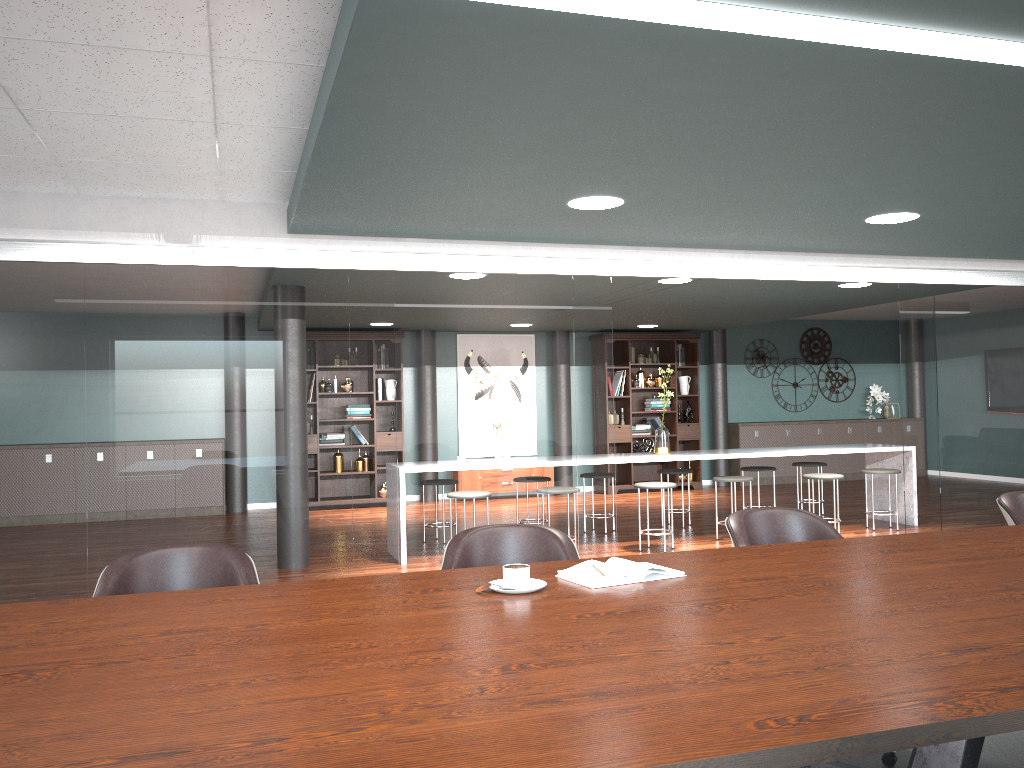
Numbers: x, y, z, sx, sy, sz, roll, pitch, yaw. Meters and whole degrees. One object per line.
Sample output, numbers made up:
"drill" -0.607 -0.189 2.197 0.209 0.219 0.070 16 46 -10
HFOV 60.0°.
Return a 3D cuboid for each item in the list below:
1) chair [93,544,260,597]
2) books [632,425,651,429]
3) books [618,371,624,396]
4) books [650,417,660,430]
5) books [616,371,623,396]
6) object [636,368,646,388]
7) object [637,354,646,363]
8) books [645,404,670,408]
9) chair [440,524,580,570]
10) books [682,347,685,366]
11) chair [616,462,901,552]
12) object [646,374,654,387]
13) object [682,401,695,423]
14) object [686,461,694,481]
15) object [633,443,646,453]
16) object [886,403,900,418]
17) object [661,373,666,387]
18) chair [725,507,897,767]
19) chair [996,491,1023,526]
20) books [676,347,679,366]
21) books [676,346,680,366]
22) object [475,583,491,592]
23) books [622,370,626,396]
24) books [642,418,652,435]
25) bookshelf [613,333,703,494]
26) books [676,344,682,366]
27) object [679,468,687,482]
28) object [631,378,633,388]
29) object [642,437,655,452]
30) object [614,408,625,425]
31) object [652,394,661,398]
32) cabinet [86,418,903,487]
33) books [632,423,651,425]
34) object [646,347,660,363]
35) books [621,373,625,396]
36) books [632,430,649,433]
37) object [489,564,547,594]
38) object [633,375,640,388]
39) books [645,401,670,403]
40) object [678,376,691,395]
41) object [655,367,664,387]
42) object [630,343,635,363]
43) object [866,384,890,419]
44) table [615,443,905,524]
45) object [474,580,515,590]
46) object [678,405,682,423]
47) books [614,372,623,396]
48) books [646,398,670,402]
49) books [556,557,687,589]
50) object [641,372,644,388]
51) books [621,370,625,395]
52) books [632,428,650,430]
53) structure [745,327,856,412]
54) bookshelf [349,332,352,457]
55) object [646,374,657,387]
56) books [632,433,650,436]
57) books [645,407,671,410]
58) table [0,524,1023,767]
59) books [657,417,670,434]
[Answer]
"chair" -0.893 0.846 2.383 0.535 0.761 0.518 -1 -1 -11
"books" 1.596 0.539 11.213 0.248 0.042 0.194 -1 -1 -17
"books" 1.346 -0.003 11.165 0.063 0.309 0.210 -1 -1 -17
"books" 1.857 0.533 11.298 0.176 0.227 0.194 -1 -1 -17
"books" 1.327 -0.006 11.158 0.090 0.316 0.197 -1 -1 -17
"object" 1.636 -0.078 11.260 0.114 0.251 0.114 -1 -1 8
"object" 1.642 -0.316 11.254 0.096 0.126 0.106 -2 -1 33
"books" 1.858 0.279 11.329 0.248 0.042 0.194 -1 -1 -17
"chair" 0.011 0.833 2.667 0.535 0.761 0.518 -1 -1 3
"books" 2.168 -0.344 11.433 0.042 0.248 0.194 -1 -1 -17
"chair" 1.297 1.030 7.468 4.029 0.512 1.479 -1 -1 -18
"object" 1.762 -0.038 11.322 0.099 0.169 0.099 0 -2 -43
"object" 2.252 0.355 11.425 0.116 0.286 0.215 -1 -1 -22
"object" 2.281 1.117 11.375 0.108 0.256 0.108 -2 -1 17
"object" 1.569 0.831 11.145 0.224 0.238 0.159 -1 -1 -17
"object" 5.333 0.377 12.408 0.174 0.207 0.042 -1 -1 2
"object" 1.929 -0.067 11.394 0.092 0.222 0.092 -2 -1 17
"chair" 0.978 0.819 2.970 0.535 0.761 0.518 -1 -1 -11
"chair" 2.124 0.803 3.329 0.535 0.761 0.518 -1 -1 -11
"books" 2.083 -0.343 11.406 0.042 0.248 0.194 -1 -1 -17
"books" 2.111 -0.354 11.416 0.016 0.268 0.205 -1 -1 -17
"object" -0.069 0.487 2.121 0.041 0.021 0.044 -1 -1 -25
"books" 1.370 -0.009 11.167 0.062 0.322 0.197 -1 -1 -17
"books" 1.723 0.540 11.326 0.063 0.214 0.139 -1 -1 -17
"bookshelf" 1.714 0.361 11.293 1.339 1.984 0.482 -1 -1 -17
"books" 2.134 -0.363 11.424 0.027 0.286 0.184 -1 -1 -17
"object" 2.165 1.158 11.287 0.144 0.175 0.073 -1 -1 -16
"object" 1.483 -0.036 11.229 0.105 0.172 0.105 -1 -1 -22
"object" 1.743 0.816 11.322 0.233 0.268 0.051 -1 -1 -17
"object" 1.269 0.403 11.127 0.250 0.221 0.186 -1 -1 -19
"object" 1.837 0.159 11.320 0.104 0.052 0.100 -1 -1 -13
"cabinet" -0.137 0.972 10.776 12.287 0.820 0.402 -1 -1 -17
"books" 1.585 0.510 11.210 0.268 0.016 0.205 -1 -1 -17
"object" 1.772 -0.365 11.307 0.196 0.221 0.184 -1 -1 -17
"books" 1.361 -0.003 11.168 0.063 0.309 0.210 -1 -1 -17
"books" 1.575 0.598 11.205 0.248 0.042 0.194 -1 -1 -17
"object" 0.011 0.469 2.146 0.146 0.056 0.146 -1 -1 7
"object" 1.565 -0.033 11.158 0.079 0.161 0.080 -1 -1 8
"books" 1.856 0.234 11.324 0.268 0.016 0.205 -1 -1 -17
"object" 2.178 0.011 11.459 0.268 0.262 0.137 -2 -1 22
"object" 1.876 -0.085 11.280 0.108 0.256 0.108 -2 -1 17
"object" 1.502 -0.387 11.241 0.104 0.273 0.104 -2 -1 19
"object" 5.137 0.241 12.430 0.600 0.495 0.221 0 -2 -43
"table" 1.284 0.935 7.404 4.577 0.699 0.609 -1 -1 -17
"object" -0.044 0.488 2.138 0.034 0.012 0.155 0 -2 -40
"object" 2.145 0.387 11.375 0.077 0.228 0.077 0 -1 -34
"books" 1.302 0.004 11.156 0.115 0.296 0.210 -1 -1 -17
"books" 1.860 0.205 11.331 0.248 0.042 0.194 -1 -1 -17
"books" 0.278 0.478 2.280 0.285 0.032 0.180 -1 -1 -27
"object" 1.640 -0.050 11.151 0.040 0.191 0.040 -1 -1 -8
"books" 1.356 -0.009 11.164 0.062 0.322 0.197 -1 -1 -17
"books" 1.574 0.568 11.206 0.268 0.016 0.205 -1 -1 -17
"structure" 4.023 -0.200 12.312 1.791 1.178 0.017 -1 -1 -17
"bookshelf" -1.918 0.413 10.154 1.339 1.984 0.482 -1 -1 -17
"object" 1.760 -0.044 11.193 0.144 0.175 0.073 -1 -1 -16
"books" 1.578 0.634 11.206 0.286 0.027 0.184 -1 -1 -17
"books" 1.861 0.315 11.330 0.286 0.027 0.184 -1 -1 -17
"table" 1.925 0.815 2.353 6.694 0.706 1.374 -1 -1 -17
"books" 1.890 0.531 11.309 0.166 0.228 0.205 -1 -1 -17
